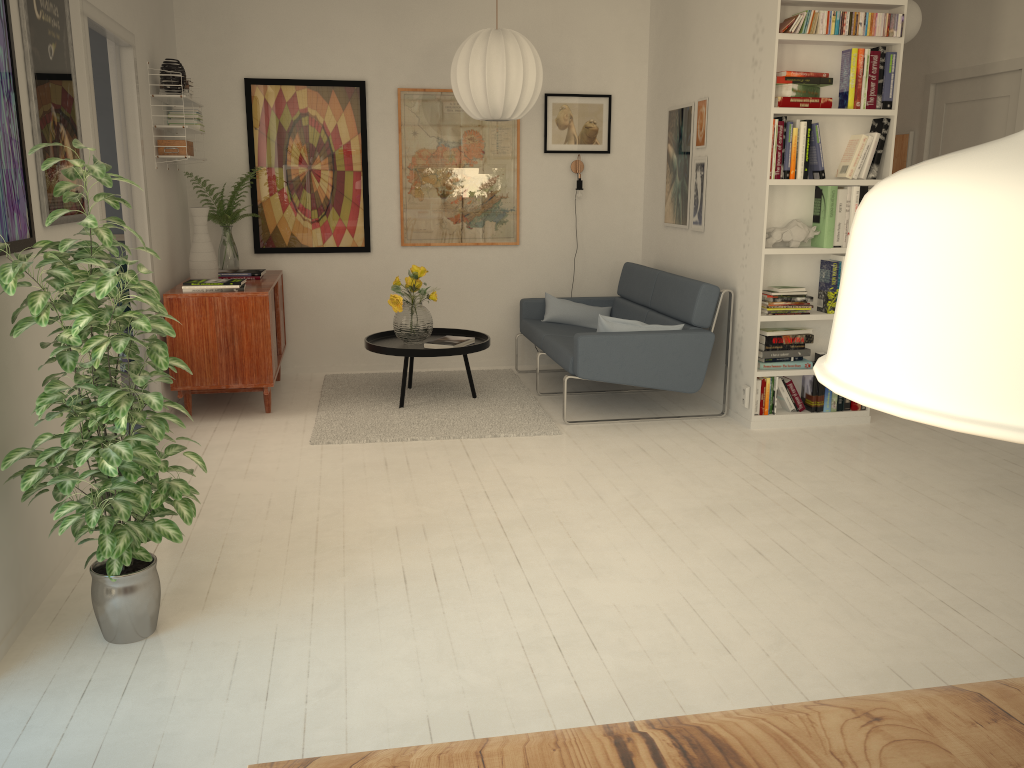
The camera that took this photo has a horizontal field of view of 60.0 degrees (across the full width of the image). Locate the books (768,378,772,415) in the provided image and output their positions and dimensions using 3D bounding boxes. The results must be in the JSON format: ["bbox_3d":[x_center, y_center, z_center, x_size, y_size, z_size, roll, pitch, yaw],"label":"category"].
[{"bbox_3d":[1.395,0.048,4.956,0.012,0.206,0.194,-2,13,-11],"label":"books"}]

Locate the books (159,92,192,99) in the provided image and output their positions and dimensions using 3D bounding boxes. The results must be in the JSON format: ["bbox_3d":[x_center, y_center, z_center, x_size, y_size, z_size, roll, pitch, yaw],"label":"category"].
[{"bbox_3d":[-1.914,-1.639,5.051,0.159,0.028,0.147,-3,13,-14],"label":"books"}]

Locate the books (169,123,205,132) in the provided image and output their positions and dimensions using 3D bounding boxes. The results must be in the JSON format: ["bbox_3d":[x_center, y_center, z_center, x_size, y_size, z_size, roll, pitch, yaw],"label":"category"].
[{"bbox_3d":[-1.970,-1.554,5.379,0.179,0.037,0.190,-2,13,-11],"label":"books"}]

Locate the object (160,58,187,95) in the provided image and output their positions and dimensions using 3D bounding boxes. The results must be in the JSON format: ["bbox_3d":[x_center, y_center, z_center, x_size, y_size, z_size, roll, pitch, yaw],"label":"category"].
[{"bbox_3d":[-1.865,-1.688,4.882,0.139,0.200,0.139,8,15,32],"label":"object"}]

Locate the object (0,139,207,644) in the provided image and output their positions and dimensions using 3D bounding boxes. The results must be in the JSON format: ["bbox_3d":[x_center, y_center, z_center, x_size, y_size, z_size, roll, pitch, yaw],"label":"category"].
[{"bbox_3d":[-1.158,0.050,2.490,0.569,1.422,0.514,8,15,31],"label":"object"}]

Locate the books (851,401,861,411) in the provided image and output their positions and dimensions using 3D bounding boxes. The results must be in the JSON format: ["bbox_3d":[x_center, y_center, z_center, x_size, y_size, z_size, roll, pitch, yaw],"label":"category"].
[{"bbox_3d":[1.914,0.041,5.049,0.056,0.179,0.202,-2,13,-11],"label":"books"}]

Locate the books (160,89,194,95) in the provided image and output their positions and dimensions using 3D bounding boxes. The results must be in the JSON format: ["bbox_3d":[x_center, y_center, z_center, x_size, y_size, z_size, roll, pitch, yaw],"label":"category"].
[{"bbox_3d":[-1.906,-1.663,5.049,0.158,0.019,0.132,-2,13,-9],"label":"books"}]

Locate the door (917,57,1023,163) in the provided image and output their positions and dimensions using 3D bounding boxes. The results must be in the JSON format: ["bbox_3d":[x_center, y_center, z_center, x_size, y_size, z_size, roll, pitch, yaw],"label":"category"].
[{"bbox_3d":[2.934,-0.989,5.742,0.166,2.030,0.956,-2,13,-11],"label":"door"}]

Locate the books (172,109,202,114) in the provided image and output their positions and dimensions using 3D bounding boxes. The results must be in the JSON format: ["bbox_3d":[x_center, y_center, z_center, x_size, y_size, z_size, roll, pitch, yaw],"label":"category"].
[{"bbox_3d":[-1.963,-1.644,5.358,0.147,0.016,0.195,-3,13,-13],"label":"books"}]

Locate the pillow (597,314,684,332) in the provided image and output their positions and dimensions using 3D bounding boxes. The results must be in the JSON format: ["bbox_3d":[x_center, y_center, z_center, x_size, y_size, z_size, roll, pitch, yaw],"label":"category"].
[{"bbox_3d":[0.692,-0.234,4.971,0.533,0.353,0.141,-2,13,-11],"label":"pillow"}]

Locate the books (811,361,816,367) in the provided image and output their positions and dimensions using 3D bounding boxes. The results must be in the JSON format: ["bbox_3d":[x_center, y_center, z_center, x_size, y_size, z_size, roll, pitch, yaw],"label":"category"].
[{"bbox_3d":[1.784,-0.108,4.937,0.215,0.023,0.130,-2,13,-11],"label":"books"}]

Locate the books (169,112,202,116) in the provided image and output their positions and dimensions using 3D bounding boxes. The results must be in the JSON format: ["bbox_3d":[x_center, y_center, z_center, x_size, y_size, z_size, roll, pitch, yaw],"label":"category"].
[{"bbox_3d":[-1.970,-1.631,5.362,0.153,0.013,0.198,-2,13,-8],"label":"books"}]

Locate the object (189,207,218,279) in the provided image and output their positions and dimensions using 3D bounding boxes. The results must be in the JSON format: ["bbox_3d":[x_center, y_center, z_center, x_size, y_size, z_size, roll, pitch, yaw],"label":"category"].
[{"bbox_3d":[-1.794,-0.797,5.133,0.160,0.445,0.158,7,14,28],"label":"object"}]

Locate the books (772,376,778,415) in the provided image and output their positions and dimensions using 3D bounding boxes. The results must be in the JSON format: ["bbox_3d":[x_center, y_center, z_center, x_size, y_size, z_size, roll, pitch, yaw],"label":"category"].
[{"bbox_3d":[1.429,0.045,4.947,0.010,0.215,0.194,-2,13,-11],"label":"books"}]

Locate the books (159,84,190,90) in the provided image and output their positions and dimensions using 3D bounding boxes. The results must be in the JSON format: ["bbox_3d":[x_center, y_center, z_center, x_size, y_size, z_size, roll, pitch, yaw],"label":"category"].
[{"bbox_3d":[-1.915,-1.682,5.036,0.155,0.024,0.136,-4,13,-18],"label":"books"}]

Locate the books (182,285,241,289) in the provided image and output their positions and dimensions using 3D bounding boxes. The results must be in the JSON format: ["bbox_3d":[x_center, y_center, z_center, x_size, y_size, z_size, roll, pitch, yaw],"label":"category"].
[{"bbox_3d":[-1.658,-0.550,4.925,0.296,0.015,0.240,-2,13,-11],"label":"books"}]

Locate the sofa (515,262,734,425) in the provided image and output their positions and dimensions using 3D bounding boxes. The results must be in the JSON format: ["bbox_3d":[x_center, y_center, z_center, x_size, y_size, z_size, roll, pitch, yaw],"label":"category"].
[{"bbox_3d":[0.630,-0.322,5.614,0.964,0.772,1.605,-2,13,-11],"label":"sofa"}]

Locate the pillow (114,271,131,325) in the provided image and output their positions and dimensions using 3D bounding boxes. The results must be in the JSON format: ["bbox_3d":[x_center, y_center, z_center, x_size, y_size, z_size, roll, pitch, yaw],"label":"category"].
[{"bbox_3d":[-2.377,-0.546,5.491,0.237,0.384,0.768,-3,13,-13],"label":"pillow"}]

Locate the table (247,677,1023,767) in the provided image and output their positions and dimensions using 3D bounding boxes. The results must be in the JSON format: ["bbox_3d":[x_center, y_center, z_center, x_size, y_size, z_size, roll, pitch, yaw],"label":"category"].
[{"bbox_3d":[0.346,0.917,0.171,0.894,0.748,1.800,-2,13,-11],"label":"table"}]

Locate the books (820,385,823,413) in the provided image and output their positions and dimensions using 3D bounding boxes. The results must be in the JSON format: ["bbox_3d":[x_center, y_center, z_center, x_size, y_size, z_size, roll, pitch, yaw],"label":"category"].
[{"bbox_3d":[1.695,0.032,5.003,0.015,0.214,0.202,-2,13,-11],"label":"books"}]

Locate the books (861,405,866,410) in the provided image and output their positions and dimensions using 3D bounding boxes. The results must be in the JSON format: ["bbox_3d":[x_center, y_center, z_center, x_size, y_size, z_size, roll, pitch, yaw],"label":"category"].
[{"bbox_3d":[1.954,0.036,5.075,0.032,0.176,0.230,-2,13,-11],"label":"books"}]

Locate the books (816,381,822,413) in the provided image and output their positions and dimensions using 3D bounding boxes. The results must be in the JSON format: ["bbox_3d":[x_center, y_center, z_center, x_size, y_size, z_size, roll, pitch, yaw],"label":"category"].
[{"bbox_3d":[1.682,0.034,4.993,0.015,0.214,0.202,-2,13,-11],"label":"books"}]

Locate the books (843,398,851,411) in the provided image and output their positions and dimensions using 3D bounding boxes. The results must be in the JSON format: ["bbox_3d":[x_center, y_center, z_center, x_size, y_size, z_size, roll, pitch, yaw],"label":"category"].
[{"bbox_3d":[1.858,0.043,5.060,0.050,0.170,0.222,-2,13,-11],"label":"books"}]

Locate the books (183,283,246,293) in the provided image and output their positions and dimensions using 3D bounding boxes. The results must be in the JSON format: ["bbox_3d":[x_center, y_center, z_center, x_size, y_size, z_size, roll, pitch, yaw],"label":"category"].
[{"bbox_3d":[-1.649,-0.534,4.931,0.320,0.020,0.238,-3,13,-14],"label":"books"}]

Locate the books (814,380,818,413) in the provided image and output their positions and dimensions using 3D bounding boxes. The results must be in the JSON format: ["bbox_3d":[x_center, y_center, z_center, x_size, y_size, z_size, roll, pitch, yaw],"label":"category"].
[{"bbox_3d":[1.665,0.032,5.002,0.015,0.214,0.202,-2,13,-11],"label":"books"}]

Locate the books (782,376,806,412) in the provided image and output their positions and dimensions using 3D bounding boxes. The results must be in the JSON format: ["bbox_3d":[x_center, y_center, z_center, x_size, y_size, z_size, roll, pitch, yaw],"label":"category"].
[{"bbox_3d":[1.562,0.052,4.977,0.131,0.188,0.136,-2,13,-11],"label":"books"}]

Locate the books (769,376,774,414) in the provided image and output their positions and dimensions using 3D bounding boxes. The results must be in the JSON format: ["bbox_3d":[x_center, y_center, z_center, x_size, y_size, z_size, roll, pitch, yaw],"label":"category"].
[{"bbox_3d":[1.411,0.043,4.959,0.021,0.215,0.174,-2,13,-11],"label":"books"}]

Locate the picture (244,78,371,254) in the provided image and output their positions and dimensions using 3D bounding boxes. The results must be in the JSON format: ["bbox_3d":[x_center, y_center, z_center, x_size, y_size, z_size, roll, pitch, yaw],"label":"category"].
[{"bbox_3d":[-1.359,-1.449,5.952,0.778,1.132,0.018,-2,13,-11],"label":"picture"}]

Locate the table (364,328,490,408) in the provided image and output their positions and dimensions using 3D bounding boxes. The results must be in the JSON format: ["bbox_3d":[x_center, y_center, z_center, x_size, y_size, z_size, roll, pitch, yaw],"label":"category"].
[{"bbox_3d":[-0.514,-0.094,5.445,0.761,0.385,0.762,1,13,5],"label":"table"}]

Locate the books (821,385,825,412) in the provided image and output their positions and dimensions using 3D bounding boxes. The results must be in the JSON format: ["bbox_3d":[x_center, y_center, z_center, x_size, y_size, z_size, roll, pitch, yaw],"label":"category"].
[{"bbox_3d":[1.709,0.030,5.011,0.015,0.214,0.202,-2,13,-11],"label":"books"}]

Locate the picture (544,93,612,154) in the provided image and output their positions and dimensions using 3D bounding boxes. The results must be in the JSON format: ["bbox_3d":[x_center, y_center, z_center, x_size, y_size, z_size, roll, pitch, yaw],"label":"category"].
[{"bbox_3d":[0.461,-1.826,6.227,0.481,0.401,0.015,-2,13,-11],"label":"picture"}]

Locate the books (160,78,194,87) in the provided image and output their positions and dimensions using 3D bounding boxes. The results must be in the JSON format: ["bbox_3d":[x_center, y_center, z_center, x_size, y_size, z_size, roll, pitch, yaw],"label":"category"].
[{"bbox_3d":[-1.902,-1.711,5.027,0.178,0.036,0.145,-4,13,-17],"label":"books"}]

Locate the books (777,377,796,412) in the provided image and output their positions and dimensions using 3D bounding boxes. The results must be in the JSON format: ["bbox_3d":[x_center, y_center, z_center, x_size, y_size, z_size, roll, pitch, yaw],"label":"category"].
[{"bbox_3d":[1.500,0.048,4.964,0.135,0.200,0.134,-2,13,-11],"label":"books"}]

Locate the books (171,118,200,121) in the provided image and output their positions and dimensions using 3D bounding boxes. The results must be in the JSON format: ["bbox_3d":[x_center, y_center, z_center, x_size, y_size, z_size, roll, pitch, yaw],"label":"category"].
[{"bbox_3d":[-1.977,-1.599,5.376,0.147,0.012,0.195,-3,13,-13],"label":"books"}]

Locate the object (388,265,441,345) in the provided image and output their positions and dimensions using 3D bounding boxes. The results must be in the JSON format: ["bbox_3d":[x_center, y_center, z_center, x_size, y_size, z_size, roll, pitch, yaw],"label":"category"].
[{"bbox_3d":[-0.609,-0.480,5.373,0.291,0.470,0.361,7,14,27],"label":"object"}]

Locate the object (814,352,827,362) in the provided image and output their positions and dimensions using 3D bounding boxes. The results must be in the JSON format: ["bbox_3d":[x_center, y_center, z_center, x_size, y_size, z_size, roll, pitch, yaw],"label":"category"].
[{"bbox_3d":[1.726,-0.144,4.940,0.058,0.055,0.058,-2,13,-11],"label":"object"}]

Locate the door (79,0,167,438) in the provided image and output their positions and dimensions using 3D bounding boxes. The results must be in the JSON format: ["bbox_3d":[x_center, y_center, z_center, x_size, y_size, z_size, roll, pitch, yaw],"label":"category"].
[{"bbox_3d":[-2.237,-0.637,4.119,0.882,2.030,0.956,-2,13,-11],"label":"door"}]

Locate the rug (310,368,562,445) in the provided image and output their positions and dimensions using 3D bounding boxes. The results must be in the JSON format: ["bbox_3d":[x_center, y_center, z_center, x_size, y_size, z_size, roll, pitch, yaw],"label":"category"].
[{"bbox_3d":[-0.514,0.102,5.444,1.304,0.012,1.663,-2,13,-9],"label":"rug"}]

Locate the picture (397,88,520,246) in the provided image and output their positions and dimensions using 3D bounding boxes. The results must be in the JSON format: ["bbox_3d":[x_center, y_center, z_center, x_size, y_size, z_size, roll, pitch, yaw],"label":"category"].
[{"bbox_3d":[-0.359,-1.489,6.143,0.838,1.051,0.012,-2,13,-11],"label":"picture"}]

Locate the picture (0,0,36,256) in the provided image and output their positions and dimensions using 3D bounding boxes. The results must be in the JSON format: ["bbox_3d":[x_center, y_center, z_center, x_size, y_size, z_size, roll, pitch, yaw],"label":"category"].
[{"bbox_3d":[-1.490,-0.865,2.493,0.018,0.997,0.546,-2,13,-11],"label":"picture"}]

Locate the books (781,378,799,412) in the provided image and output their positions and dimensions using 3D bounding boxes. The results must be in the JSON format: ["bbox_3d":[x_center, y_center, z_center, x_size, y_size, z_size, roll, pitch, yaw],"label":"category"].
[{"bbox_3d":[1.532,0.051,4.964,0.118,0.192,0.118,-2,13,-11],"label":"books"}]

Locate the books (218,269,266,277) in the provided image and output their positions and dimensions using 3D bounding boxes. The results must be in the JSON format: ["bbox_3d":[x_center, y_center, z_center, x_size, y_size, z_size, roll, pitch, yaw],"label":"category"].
[{"bbox_3d":[-1.738,-0.692,5.530,0.368,0.020,0.255,-2,13,-8],"label":"books"}]

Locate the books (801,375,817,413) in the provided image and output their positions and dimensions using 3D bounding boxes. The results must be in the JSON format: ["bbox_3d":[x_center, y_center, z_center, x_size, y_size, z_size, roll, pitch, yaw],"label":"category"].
[{"bbox_3d":[1.651,0.034,4.993,0.015,0.214,0.202,-2,13,-11],"label":"books"}]

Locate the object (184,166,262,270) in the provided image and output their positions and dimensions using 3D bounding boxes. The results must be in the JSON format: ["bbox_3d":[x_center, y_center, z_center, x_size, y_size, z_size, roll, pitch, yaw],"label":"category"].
[{"bbox_3d":[-1.827,-1.059,5.737,0.476,0.685,0.398,-2,13,-9],"label":"object"}]

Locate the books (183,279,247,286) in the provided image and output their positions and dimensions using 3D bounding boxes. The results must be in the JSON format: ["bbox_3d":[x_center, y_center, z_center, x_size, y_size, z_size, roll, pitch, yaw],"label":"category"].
[{"bbox_3d":[-1.647,-0.565,4.924,0.311,0.015,0.192,-1,13,-7],"label":"books"}]

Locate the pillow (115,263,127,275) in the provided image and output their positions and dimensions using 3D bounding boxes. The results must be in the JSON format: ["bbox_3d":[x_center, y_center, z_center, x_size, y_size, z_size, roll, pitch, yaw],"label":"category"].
[{"bbox_3d":[-2.552,-0.579,5.629,0.220,0.384,0.388,-2,13,-10],"label":"pillow"}]

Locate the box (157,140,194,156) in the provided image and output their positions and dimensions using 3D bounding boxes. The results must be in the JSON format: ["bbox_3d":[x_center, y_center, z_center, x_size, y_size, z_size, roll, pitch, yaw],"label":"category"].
[{"bbox_3d":[-1.903,-1.333,5.023,0.152,0.084,0.266,-2,13,-10],"label":"box"}]

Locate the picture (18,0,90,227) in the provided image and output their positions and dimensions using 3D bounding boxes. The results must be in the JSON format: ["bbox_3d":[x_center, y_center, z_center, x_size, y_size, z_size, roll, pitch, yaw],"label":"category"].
[{"bbox_3d":[-1.619,-1.012,3.148,0.020,0.867,0.526,-2,13,-11],"label":"picture"}]

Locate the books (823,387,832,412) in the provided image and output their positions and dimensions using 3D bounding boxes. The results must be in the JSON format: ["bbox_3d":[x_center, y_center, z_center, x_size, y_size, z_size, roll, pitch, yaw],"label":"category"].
[{"bbox_3d":[1.737,0.045,5.027,0.044,0.179,0.224,-2,13,-11],"label":"books"}]

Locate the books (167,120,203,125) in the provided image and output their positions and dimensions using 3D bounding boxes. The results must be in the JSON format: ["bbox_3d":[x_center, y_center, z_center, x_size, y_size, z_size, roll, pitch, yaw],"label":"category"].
[{"bbox_3d":[-1.974,-1.580,5.363,0.168,0.021,0.198,-2,13,-8],"label":"books"}]

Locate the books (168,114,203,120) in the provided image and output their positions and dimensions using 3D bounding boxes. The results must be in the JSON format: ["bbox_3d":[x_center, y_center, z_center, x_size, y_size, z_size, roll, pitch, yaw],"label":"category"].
[{"bbox_3d":[-1.971,-1.612,5.358,0.173,0.023,0.190,-2,13,-11],"label":"books"}]

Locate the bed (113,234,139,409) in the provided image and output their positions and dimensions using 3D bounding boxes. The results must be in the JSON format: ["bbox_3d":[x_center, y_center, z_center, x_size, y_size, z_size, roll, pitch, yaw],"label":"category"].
[{"bbox_3d":[-3.031,-0.383,5.361,1.656,0.972,0.935,-2,13,-11],"label":"bed"}]

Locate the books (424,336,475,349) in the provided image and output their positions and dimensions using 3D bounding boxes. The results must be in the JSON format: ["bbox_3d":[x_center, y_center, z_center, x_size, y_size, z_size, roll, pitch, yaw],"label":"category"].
[{"bbox_3d":[-0.375,-0.249,5.347,0.200,0.031,0.289,6,14,23],"label":"books"}]

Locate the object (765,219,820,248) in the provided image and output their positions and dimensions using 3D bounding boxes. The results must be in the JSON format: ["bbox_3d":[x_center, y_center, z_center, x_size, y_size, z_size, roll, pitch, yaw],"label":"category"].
[{"bbox_3d":[1.491,-0.807,4.748,0.311,0.150,0.137,0,13,-3],"label":"object"}]

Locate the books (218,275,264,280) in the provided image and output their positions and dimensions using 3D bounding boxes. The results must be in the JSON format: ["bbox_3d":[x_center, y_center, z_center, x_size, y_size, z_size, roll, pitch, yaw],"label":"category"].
[{"bbox_3d":[-1.750,-0.670,5.526,0.371,0.022,0.259,-2,13,-11],"label":"books"}]

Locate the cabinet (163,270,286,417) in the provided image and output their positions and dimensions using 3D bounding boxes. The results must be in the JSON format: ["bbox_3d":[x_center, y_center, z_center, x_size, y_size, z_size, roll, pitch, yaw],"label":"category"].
[{"bbox_3d":[-1.716,-0.273,5.468,0.546,0.726,1.264,-2,13,-11],"label":"cabinet"}]

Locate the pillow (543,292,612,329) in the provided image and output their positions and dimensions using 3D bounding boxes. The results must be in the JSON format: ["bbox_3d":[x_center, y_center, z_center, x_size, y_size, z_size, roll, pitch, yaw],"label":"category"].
[{"bbox_3d":[0.457,-0.503,6.198,0.540,0.276,0.157,-2,13,-9],"label":"pillow"}]

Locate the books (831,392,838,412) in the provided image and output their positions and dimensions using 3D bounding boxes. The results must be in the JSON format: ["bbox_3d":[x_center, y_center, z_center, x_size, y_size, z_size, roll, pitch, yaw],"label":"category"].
[{"bbox_3d":[1.773,0.046,5.029,0.032,0.176,0.222,-2,13,-11],"label":"books"}]

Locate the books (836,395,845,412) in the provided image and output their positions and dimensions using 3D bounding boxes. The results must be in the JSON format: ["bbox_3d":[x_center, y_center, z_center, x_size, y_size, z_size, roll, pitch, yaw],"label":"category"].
[{"bbox_3d":[1.813,0.051,5.038,0.048,0.163,0.209,-2,13,-11],"label":"books"}]
